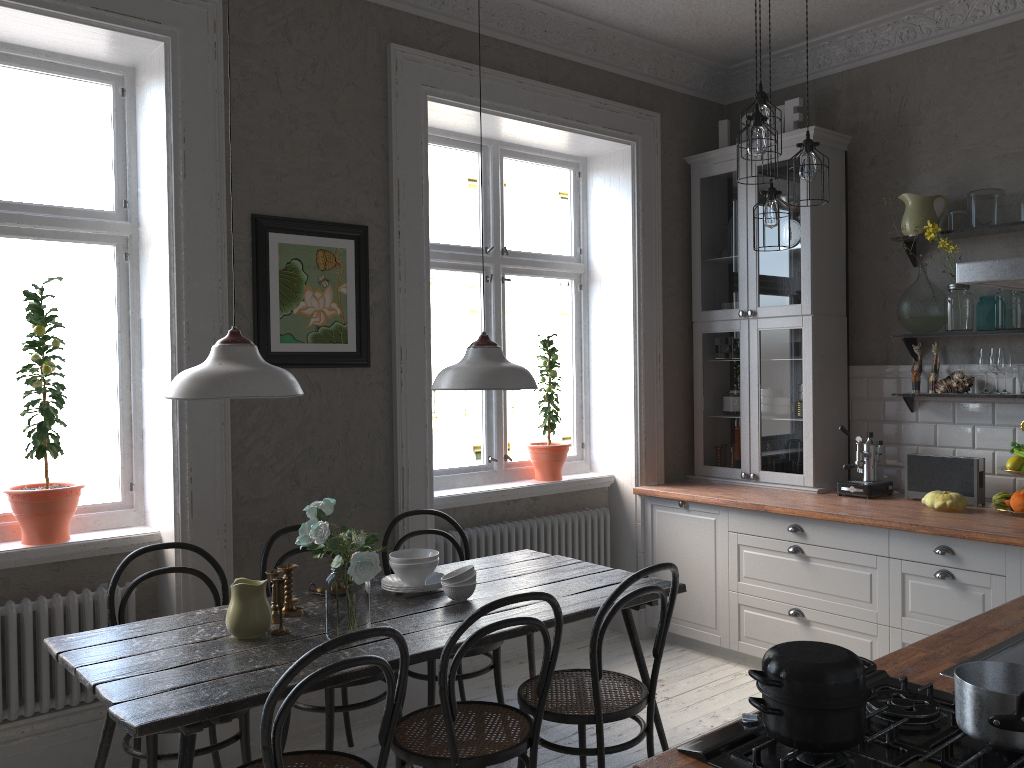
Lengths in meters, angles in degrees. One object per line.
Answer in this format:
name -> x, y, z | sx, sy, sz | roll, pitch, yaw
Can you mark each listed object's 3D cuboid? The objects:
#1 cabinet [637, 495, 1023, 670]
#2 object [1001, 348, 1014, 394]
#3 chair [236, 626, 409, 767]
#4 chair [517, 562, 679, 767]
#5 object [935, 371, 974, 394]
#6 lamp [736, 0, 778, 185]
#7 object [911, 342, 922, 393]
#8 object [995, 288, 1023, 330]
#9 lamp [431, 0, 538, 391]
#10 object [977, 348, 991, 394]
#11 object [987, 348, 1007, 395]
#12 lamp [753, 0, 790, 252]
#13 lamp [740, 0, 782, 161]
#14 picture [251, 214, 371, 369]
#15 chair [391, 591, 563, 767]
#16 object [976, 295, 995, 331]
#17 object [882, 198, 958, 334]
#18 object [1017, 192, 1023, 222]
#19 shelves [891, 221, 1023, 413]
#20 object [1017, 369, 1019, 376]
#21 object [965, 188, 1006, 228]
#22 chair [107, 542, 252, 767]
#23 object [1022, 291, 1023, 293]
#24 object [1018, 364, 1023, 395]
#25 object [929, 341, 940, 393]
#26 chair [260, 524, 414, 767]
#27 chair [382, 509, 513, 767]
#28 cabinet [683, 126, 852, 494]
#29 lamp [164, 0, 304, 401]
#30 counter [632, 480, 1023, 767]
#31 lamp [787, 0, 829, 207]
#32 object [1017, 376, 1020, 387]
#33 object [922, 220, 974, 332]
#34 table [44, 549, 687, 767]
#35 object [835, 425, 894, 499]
cabinet -> 1.432, 1.027, 2.969 | 1.978, 0.854, 4.215 | -1, 1, 7
object -> 2.328, -0.061, 4.185 | 0.080, 0.217, 0.083 | 0, 1, 36
chair -> -0.535, 1.037, 2.266 | 0.447, 0.920, 0.537 | -2, 1, -42
chair -> 0.272, 1.015, 2.921 | 0.447, 0.920, 0.537 | -2, 1, -42
object -> 2.162, -0.007, 4.332 | 0.173, 0.111, 0.098 | 0, 1, 27
lamp -> 0.893, -1.617, 3.254 | 0.146, 1.735, 0.147 | -1, 1, 7
object -> 2.063, -0.084, 4.515 | 0.052, 0.264, 0.062 | 0, 1, 22
object -> 2.303, -0.350, 4.097 | 0.126, 0.206, 0.123 | -1, 1, -17
lamp -> -0.110, -0.907, 3.129 | 0.387, 1.858, 0.372 | -1, 1, -32
object -> 2.278, -0.062, 4.254 | 0.080, 0.217, 0.083 | 0, 1, 36
object -> 2.259, -0.059, 4.125 | 0.080, 0.217, 0.083 | 0, 1, 36
lamp -> 1.044, -1.415, 3.588 | 0.145, 1.735, 0.148 | 0, 1, 17
lamp -> 0.957, -1.751, 3.428 | 0.144, 1.735, 0.150 | 0, 1, 37
picture -> -0.829, -0.376, 3.708 | 0.532, 0.619, 0.019 | -2, 1, -40
chair -> -0.119, 1.026, 2.618 | 0.446, 0.920, 0.538 | -1, 1, -32
object -> 2.297, -0.336, 4.249 | 0.128, 0.172, 0.123 | -2, 1, -36
object -> 2.019, -0.589, 4.419 | 0.330, 0.674, 0.342 | 0, 1, 19
object -> 2.435, -0.842, 4.137 | 0.139, 0.220, 0.141 | -1, 1, 10
shelves -> 2.416, -0.277, 4.058 | 0.233, 0.923, 1.288 | -2, 1, -39
object -> 2.400, -0.028, 4.129 | 0.079, 0.083, 0.076 | -1, 1, -22
object -> 2.250, -0.823, 4.211 | 0.172, 0.184, 0.172 | -1, 1, -1
chair -> -1.101, 1.032, 2.981 | 0.446, 0.920, 0.538 | -1, 1, -32
object -> 2.435, -0.381, 4.177 | 0.134, 0.264, 0.129 | -1, 1, -34
object -> 2.360, -0.020, 4.057 | 0.077, 0.139, 0.080 | 0, 1, 23
object -> 2.116, -0.083, 4.424 | 0.061, 0.264, 0.053 | -1, 1, -4
chair -> -0.668, 1.020, 3.347 | 0.447, 0.920, 0.537 | -2, 1, -42
chair -> -0.275, 1.010, 3.652 | 0.445, 0.920, 0.539 | -1, 1, -27
cabinet -> 1.445, -0.372, 5.017 | 0.396, 1.921, 0.861 | -2, 1, -39
lamp -> -0.812, -0.887, 2.546 | 0.380, 1.858, 0.378 | -1, 1, -2
counter -> 1.030, 0.617, 3.208 | 3.462, 0.039, 3.095 | -2, 1, -40
lamp -> 1.148, -1.573, 3.451 | 0.144, 1.735, 0.150 | 0, 1, 37
object -> 2.400, 0.005, 4.130 | 0.079, 0.083, 0.076 | -1, 1, -22
object -> 2.094, -0.518, 4.259 | 0.187, 0.540, 0.287 | 0, 1, 42
table -> -0.383, 1.116, 2.969 | 1.960, 0.735, 0.886 | -2, 1, -40
object -> 1.761, 0.385, 4.484 | 0.361, 0.370, 0.201 | -2, 1, -40
